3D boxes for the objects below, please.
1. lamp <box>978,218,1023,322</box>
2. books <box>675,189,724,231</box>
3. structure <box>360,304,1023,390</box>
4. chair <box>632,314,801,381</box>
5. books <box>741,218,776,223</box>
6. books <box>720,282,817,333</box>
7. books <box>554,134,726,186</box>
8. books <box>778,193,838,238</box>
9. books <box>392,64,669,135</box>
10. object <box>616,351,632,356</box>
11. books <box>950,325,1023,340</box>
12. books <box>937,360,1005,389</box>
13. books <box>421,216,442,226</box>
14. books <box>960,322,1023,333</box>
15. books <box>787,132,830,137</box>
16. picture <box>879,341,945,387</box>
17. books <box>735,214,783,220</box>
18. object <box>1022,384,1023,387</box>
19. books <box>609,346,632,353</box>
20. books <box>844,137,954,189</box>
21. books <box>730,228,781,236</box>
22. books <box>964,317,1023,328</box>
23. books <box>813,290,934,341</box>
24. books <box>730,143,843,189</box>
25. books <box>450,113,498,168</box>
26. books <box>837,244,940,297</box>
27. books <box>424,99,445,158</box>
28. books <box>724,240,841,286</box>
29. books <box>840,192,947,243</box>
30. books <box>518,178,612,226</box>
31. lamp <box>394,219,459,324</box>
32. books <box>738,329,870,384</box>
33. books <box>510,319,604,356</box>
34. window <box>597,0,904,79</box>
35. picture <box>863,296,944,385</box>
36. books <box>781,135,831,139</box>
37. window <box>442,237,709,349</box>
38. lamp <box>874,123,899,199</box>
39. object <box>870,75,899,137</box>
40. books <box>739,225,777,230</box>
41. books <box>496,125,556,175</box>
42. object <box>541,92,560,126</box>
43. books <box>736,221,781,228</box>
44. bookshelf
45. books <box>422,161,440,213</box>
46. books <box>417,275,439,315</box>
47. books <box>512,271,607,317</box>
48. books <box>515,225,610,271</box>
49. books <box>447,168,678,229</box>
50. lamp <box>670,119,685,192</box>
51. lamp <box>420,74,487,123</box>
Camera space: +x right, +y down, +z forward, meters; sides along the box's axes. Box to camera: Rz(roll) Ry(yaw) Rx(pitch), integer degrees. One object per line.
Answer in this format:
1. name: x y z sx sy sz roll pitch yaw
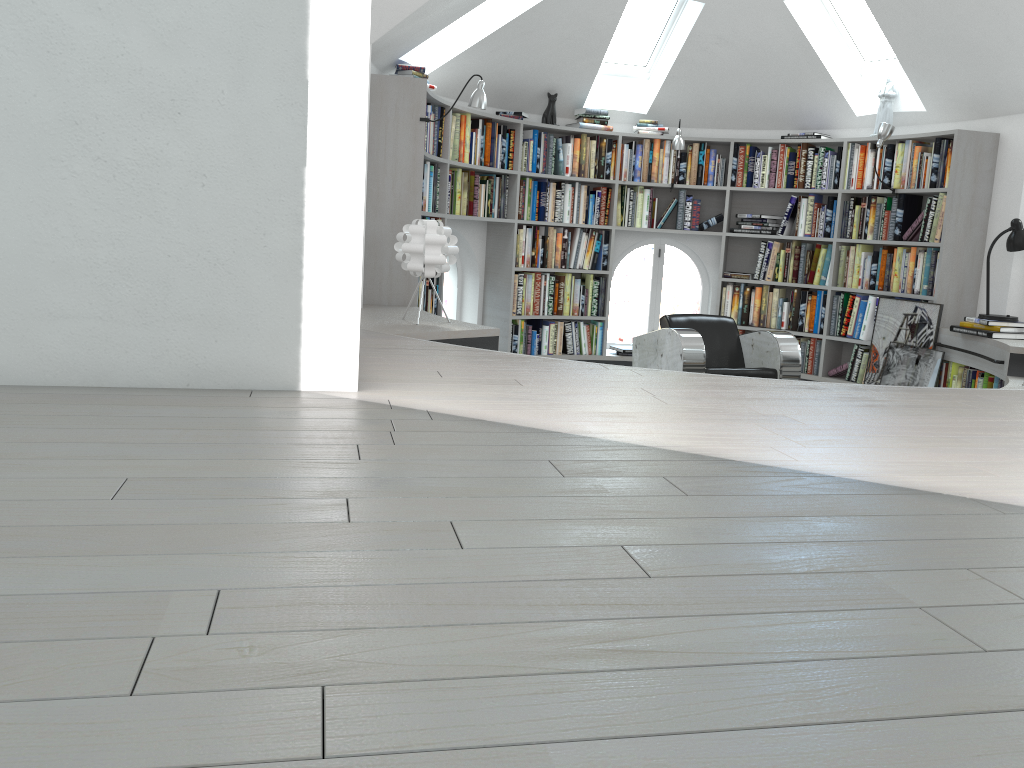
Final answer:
1. lamp: 3.212 -0.740 5.735 0.322 0.657 0.234 4 8 3
2. books: 1.618 -1.477 7.588 0.399 0.339 0.225 5 9 7
3. structure: 1.241 -0.042 5.594 4.719 0.690 4.720 9 11 32
4. chair: 1.287 -0.065 5.711 0.823 0.716 0.744 1 9 -18
5. books: 2.092 -1.382 7.508 0.227 0.036 0.214 11 12 37
6. books: 2.182 -0.655 7.470 0.873 0.349 0.273 9 10 29
7. books: 1.062 -1.893 7.516 1.565 0.365 0.395 2 9 -7
8. books: 2.477 -1.371 7.237 0.554 0.349 0.256 10 11 33
9. books: 0.122 -2.136 6.845 2.817 0.173 0.750 -5 13 -41
10. object: 1.035 -0.276 7.828 0.226 0.036 0.214 4 10 4
11. books: 3.152 -0.335 5.791 0.365 0.042 0.390 1 10 -12
12. books: 3.090 0.060 5.771 0.272 0.297 1.152 4 10 2
13. books: -0.672 -0.941 5.895 0.260 0.357 1.024 4 10 4
14. books: 3.154 -0.371 5.786 0.286 0.034 0.306 -1 10 -22
15. books: 2.427 -2.026 7.248 0.233 0.027 0.248 -5 13 -39
16. picture: 2.816 0.003 6.316 0.107 0.553 0.491 0 9 -22
17. books: 2.093 -1.414 7.504 0.269 0.031 0.287 -3 11 -32
18. object: 2.879 -0.241 4.639 0.320 0.560 0.322 -4 11 -39
19. books: 1.037 -0.306 7.824 0.268 0.029 0.254 -1 10 -22
20. books: 2.953 -1.624 6.606 0.293 0.361 1.018 -2 11 -30
21. books: 2.086 -1.289 7.521 0.388 0.042 0.366 8 11 27
22. books: 3.156 -0.403 5.782 0.269 0.031 0.287 3 10 -3
23. books: 2.853 -0.500 6.806 0.304 0.357 1.188 -2 11 -31
24. books: 2.266 -1.787 7.303 0.971 0.366 0.306 9 10 30
25. books: -0.398 -1.831 6.650 0.269 0.371 0.795 8 11 30
26. books: 2.921 -0.864 6.700 0.275 0.346 1.025 -1 11 -27
27. books: -0.657 -1.697 5.799 0.300 0.360 1.037 4 10 3
28. books: 2.273 -1.019 7.366 0.975 0.351 0.252 9 10 30
29. books: 2.935 -1.244 6.649 0.279 0.356 1.056 -1 10 -27
30. books: 0.372 -1.528 7.446 1.028 0.357 0.302 -1 10 -26
31. lamp: -0.444 -0.577 4.547 0.305 0.523 0.307 0 9 -24
32. books: 2.372 -0.251 7.331 1.501 0.310 0.360 11 12 39
33. books: 0.322 -0.408 7.562 1.019 0.305 0.289 -2 10 -27
34. window: 1.101 -2.787 6.574 4.054 0.710 1.941 1 10 -12
35. picture: 2.831 -0.185 6.476 0.090 0.859 0.581 0 9 -22
36. books: 2.425 -1.999 7.252 0.337 0.036 0.317 11 13 39
37. window: 0.293 -0.789 7.593 3.231 1.146 0.619 -1 10 -26
38. lamp: 2.771 -1.631 6.481 0.275 0.523 0.113 0 9 -22
39. object: 2.841 -2.107 6.739 0.179 0.471 0.180 3 8 -4
40. books: 2.088 -1.321 7.517 0.286 0.031 0.270 7 10 22
41. books: 0.045 -1.882 7.167 0.683 0.344 0.266 -3 11 -35
42. object: 0.325 -2.236 7.244 0.147 0.264 0.202 1 9 -16
43. books: 2.090 -1.352 7.513 0.286 0.031 0.270 11 12 37
44. bookshelf: 0.998 -1.042 6.820 4.332 1.872 2.118 1 9 -12
45. books: -0.691 -1.319 5.871 0.303 0.346 1.093 4 10 3
46. books: -0.713 -0.352 5.712 0.390 0.692 1.648 3 9 -3
47. books: 0.357 -0.767 7.523 1.032 0.356 0.294 -2 10 -27
48. books: 0.368 -1.147 7.462 0.998 0.350 0.298 -2 10 -29
49. books: 0.277 -1.483 7.190 2.530 0.369 0.593 -3 11 -31
50. lamp: 1.332 -1.876 7.299 0.113 0.564 0.359 3 9 -6
51. lamp: -0.357 -1.734 5.388 0.414 0.310 0.117 1 9 -16
